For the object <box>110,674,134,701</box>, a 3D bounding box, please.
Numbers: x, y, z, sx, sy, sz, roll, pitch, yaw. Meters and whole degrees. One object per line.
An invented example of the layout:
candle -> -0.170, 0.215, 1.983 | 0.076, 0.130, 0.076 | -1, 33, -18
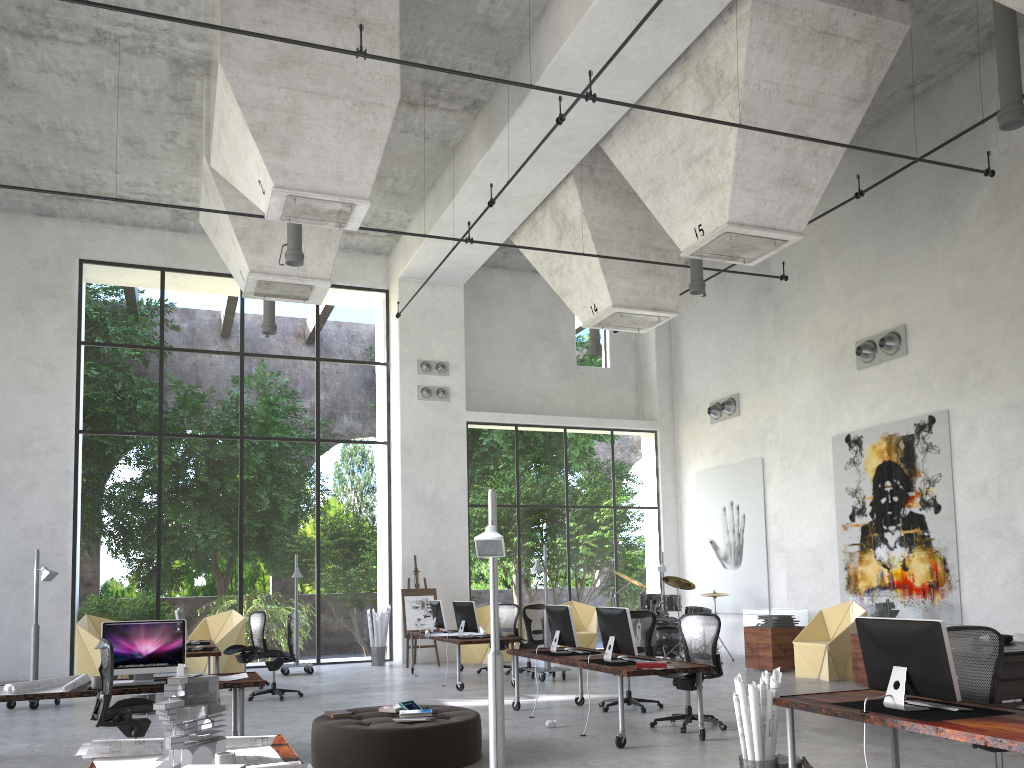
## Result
object -> -5.615, 4.277, 12.676 | 0.477, 0.524, 0.462 | 5, -10, -36

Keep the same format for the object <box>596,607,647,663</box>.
object -> 1.137, 2.564, 9.010 | 0.377, 0.544, 0.727 | 1, -10, -19

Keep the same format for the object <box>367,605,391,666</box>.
object -> -2.594, 4.908, 17.143 | 0.414, 1.192, 0.444 | 4, -8, -43

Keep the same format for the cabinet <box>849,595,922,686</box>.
cabinet -> 5.205, 3.572, 12.199 | 0.595, 1.237, 0.754 | 1, -8, -21

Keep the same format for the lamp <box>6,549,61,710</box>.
lamp -> -6.532, 3.342, 12.040 | 0.597, 2.123, 0.586 | -2, -6, 12

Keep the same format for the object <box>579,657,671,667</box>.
object -> 1.146, 2.842, 8.984 | 0.688, 0.008, 0.865 | 3, -14, -19

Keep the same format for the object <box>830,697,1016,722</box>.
object -> 2.510, 2.007, 5.429 | 0.688, 0.008, 0.865 | 3, -14, -19

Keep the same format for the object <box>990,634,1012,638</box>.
object -> 5.147, 2.669, 9.255 | 0.229, 0.057, 0.233 | 4, -13, -21

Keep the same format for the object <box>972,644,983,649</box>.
object -> 4.598, 2.604, 8.711 | 0.139, 0.055, 0.117 | -13, -16, 43

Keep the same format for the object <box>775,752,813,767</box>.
object -> 1.967, 2.765, 6.220 | 0.399, 0.294, 0.299 | -5, -10, 22

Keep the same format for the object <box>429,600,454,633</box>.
object -> -1.201, 3.995, 15.104 | 0.377, 0.544, 0.727 | 1, -10, -19

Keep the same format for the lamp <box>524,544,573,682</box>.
lamp -> 0.550, 3.643, 14.057 | 0.597, 2.123, 0.587 | 1, -6, -21

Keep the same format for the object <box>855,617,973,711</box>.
object -> 2.501, 1.729, 5.454 | 0.377, 0.544, 0.727 | 1, -10, -19

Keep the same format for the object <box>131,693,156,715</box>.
object -> -4.676, 4.023, 11.137 | 0.295, 0.294, 0.404 | 3, -11, -27

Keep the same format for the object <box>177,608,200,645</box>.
object -> -4.976, 3.699, 13.438 | 0.377, 0.544, 0.727 | 1, -10, -19

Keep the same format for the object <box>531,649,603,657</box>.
object -> 0.658, 3.141, 10.258 | 0.688, 0.008, 0.865 | 3, -14, -19

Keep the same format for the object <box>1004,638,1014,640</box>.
object -> 5.150, 2.692, 9.245 | 0.229, 0.062, 0.232 | 5, -14, -25

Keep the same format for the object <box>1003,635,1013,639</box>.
object -> 5.152, 2.680, 9.250 | 0.229, 0.062, 0.233 | 5, -14, -25

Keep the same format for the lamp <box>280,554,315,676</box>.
lamp -> -3.890, 4.144, 15.837 | 0.580, 2.123, 0.604 | 1, -6, -21

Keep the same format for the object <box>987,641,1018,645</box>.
object -> 5.152, 2.728, 9.244 | 0.298, 0.024, 0.299 | 11, -17, -42

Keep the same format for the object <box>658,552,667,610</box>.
object -> 3.264, 4.677, 18.862 | 0.580, 2.123, 0.603 | -3, -6, 14

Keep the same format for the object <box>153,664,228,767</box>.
object -> -1.562, 1.575, 4.146 | 0.361, 0.513, 0.501 | -3, -9, 14

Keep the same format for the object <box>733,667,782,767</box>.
object -> 1.722, 2.439, 6.130 | 0.319, 0.924, 0.346 | -1, -6, -3

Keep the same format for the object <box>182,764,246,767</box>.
object -> -1.100, 1.468, 3.128 | 0.389, 0.179, 0.424 | -2, -12, 4

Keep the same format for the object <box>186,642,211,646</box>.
object -> -4.967, 3.977, 13.413 | 0.688, 0.008, 0.865 | 3, -14, -19

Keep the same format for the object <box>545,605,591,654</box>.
object -> 0.648, 2.863, 10.283 | 0.377, 0.544, 0.727 | 1, -10, -19

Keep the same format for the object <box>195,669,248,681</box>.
object -> -2.670, 2.666, 8.073 | 0.470, 0.084, 0.444 | 3, -13, -17

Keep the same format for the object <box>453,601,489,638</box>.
object -> -0.647, 3.656, 13.659 | 0.378, 0.544, 0.726 | 3, -11, -29

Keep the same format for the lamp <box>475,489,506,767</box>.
lamp -> -0.106, 1.732, 5.541 | 0.579, 2.123, 0.604 | -2, -6, 4

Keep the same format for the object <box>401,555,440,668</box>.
object -> -1.796, 4.366, 16.954 | 0.694, 2.114, 0.694 | 1, -6, -20

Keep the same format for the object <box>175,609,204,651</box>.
object -> -4.481, 3.394, 12.141 | 0.377, 0.544, 0.728 | 1, -10, -14

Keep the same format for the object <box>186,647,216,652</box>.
object -> -4.472, 3.673, 12.116 | 0.687, 0.008, 0.866 | 2, -13, -14

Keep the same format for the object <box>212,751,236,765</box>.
object -> -1.287, 1.686, 3.891 | 0.123, 0.099, 0.089 | -3, -9, 8

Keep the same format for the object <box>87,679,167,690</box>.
object -> -3.299, 2.681, 7.850 | 0.849, 0.008, 0.701 | 3, -14, -19

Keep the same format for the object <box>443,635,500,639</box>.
object -> -0.637, 3.934, 13.635 | 0.690, 0.008, 0.863 | 6, -15, -29

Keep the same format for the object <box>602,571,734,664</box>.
object -> 3.148, 4.533, 17.317 | 1.890, 1.716, 3.013 | 6, -13, -36

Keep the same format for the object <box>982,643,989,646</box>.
object -> 4.890, 2.715, 9.161 | 0.235, 0.019, 0.238 | 5, -14, -25

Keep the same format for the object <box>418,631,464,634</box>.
object -> -1.192, 4.273, 15.079 | 0.688, 0.008, 0.865 | 3, -14, -19

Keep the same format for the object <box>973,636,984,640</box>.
object -> 5.202, 2.841, 9.817 | 0.137, 0.055, 0.119 | 0, -11, -5

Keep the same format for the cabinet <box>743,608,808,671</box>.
cabinet -> 4.409, 4.266, 14.665 | 0.744, 0.999, 0.747 | 2, -8, -21

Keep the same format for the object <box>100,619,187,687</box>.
object -> -3.305, 2.403, 7.878 | 0.715, 0.545, 0.383 | 2, -8, -19

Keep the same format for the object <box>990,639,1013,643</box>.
object -> 5.149, 2.707, 9.246 | 0.230, 0.046, 0.232 | -8, -14, 28
